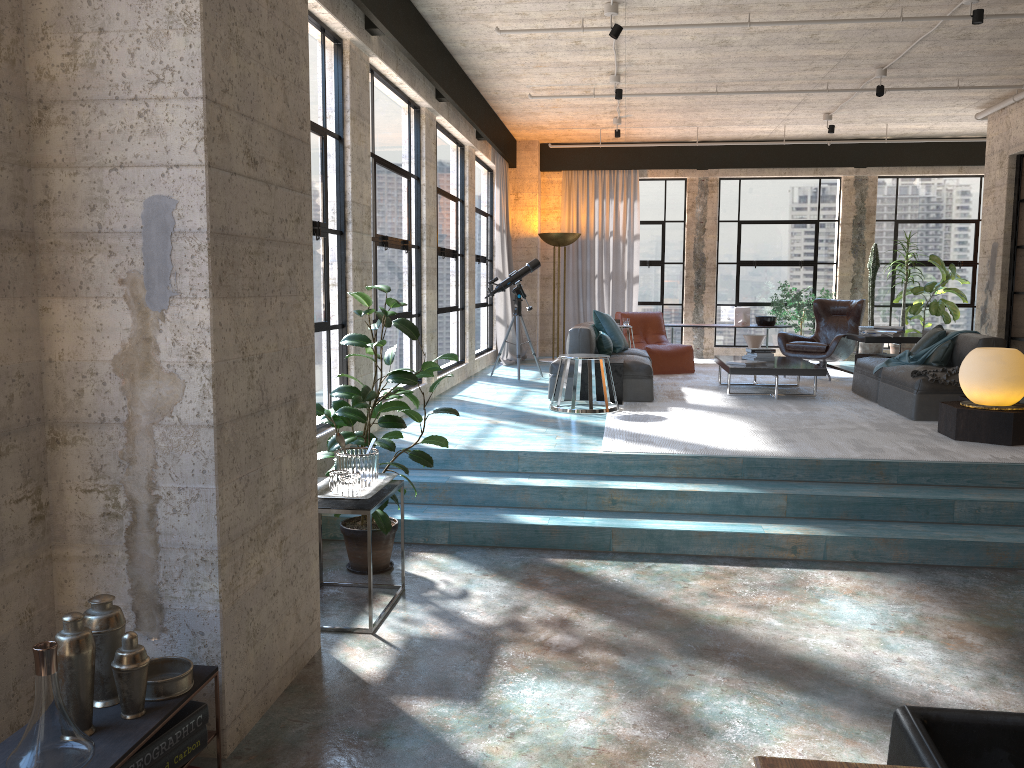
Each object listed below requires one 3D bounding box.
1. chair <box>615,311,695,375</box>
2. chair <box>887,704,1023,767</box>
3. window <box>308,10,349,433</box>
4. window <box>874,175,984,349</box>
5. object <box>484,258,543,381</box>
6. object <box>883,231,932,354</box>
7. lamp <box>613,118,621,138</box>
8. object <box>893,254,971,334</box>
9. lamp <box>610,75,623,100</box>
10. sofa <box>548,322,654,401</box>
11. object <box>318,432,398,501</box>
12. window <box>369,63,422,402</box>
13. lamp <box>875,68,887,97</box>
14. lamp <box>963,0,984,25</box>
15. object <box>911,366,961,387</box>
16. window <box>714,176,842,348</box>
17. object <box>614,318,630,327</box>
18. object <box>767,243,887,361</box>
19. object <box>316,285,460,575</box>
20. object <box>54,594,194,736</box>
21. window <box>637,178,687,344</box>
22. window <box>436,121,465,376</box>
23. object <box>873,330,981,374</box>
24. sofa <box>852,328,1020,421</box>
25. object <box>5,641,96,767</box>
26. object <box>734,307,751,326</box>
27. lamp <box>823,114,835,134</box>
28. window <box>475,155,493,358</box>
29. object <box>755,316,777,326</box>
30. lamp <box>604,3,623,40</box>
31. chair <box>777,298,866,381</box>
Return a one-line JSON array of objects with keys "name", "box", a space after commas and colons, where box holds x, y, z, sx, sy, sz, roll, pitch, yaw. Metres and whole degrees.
[{"name": "chair", "box": [1.787, -0.533, 11.299, 0.801, 0.759, 0.920, -2, 7, -23]}, {"name": "chair", "box": [1.059, 1.020, 1.494, 0.707, 0.738, 0.754, 1, 6, 7]}, {"name": "window", "box": [-1.256, -0.921, 5.122, 0.081, 2.530, 1.780, 1, 6, 7]}, {"name": "window", "box": [6.189, -1.762, 12.985, 1.780, 2.530, 0.081, 1, 6, 7]}, {"name": "object", "box": [0.024, -0.750, 10.242, 0.617, 1.406, 0.595, 1, 6, 8]}, {"name": "object", "box": [5.363, -1.172, 12.182, 0.629, 1.863, 0.523, -3, 7, -24]}, {"name": "lamp", "box": [1.343, -3.254, 11.270, 0.107, 0.223, 0.143, 4, 7, 30]}, {"name": "object", "box": [5.905, -1.042, 12.498, 0.817, 1.543, 0.921, -2, 7, -23]}, {"name": "lamp", "box": [1.052, -3.001, 8.975, 0.107, 0.223, 0.143, 6, 8, 41]}, {"name": "sofa", "box": [0.973, -0.291, 9.352, 1.019, 0.680, 2.063, 1, 6, 7]}, {"name": "object", "box": [-0.766, 0.383, 4.234, 0.327, 0.253, 0.546, 1, 6, 7]}, {"name": "window", "box": [-0.972, -1.166, 7.334, 0.081, 2.530, 1.780, 1, 6, 7]}, {"name": "lamp", "box": [3.606, -2.940, 8.664, 0.107, 0.252, 0.144, 5, 8, 39]}, {"name": "lamp", "box": [3.317, -2.706, 6.384, 0.141, 0.215, 0.107, -1, 6, -10]}, {"name": "object", "box": [3.542, -0.059, 7.366, 0.433, 0.185, 0.429, 1, 6, 3]}, {"name": "window", "box": [3.963, -1.803, 13.267, 1.780, 2.530, 0.081, 1, 6, 7]}, {"name": "object", "box": [1.285, -0.735, 10.575, 0.287, 0.096, 0.206, -6, 9, -42]}, {"name": "object", "box": [4.509, -1.160, 12.753, 1.641, 1.708, 0.971, -2, 7, -17]}, {"name": "object", "box": [-0.727, 0.242, 4.808, 0.886, 1.552, 0.514, 0, 6, -6]}, {"name": "object", "box": [-1.102, 0.749, 2.514, 0.248, 0.333, 0.415, 6, 9, 43]}, {"name": "window", "box": [1.736, -1.845, 13.549, 1.780, 2.530, 0.081, 1, 6, 7]}, {"name": "window", "box": [-0.687, -1.411, 9.547, 0.081, 2.530, 1.780, 1, 6, 7]}, {"name": "object", "box": [3.895, -0.287, 8.205, 0.985, 0.438, 0.444, 4, 8, 34]}, {"name": "sofa", "box": [3.894, -0.143, 8.140, 1.019, 0.680, 2.063, 1, 6, 7]}, {"name": "object", "box": [-1.221, 0.795, 1.942, 0.199, 0.365, 0.703, 2, 7, 18]}, {"name": "object", "box": [3.254, -0.952, 12.513, 0.214, 0.259, 0.154, 1, 6, 7]}, {"name": "lamp", "box": [3.905, -3.204, 10.925, 0.143, 0.223, 0.107, 3, 7, 20]}, {"name": "window", "box": [-0.402, -1.656, 11.759, 0.081, 2.530, 1.780, 1, 6, 7]}, {"name": "object", "box": [3.618, -0.898, 12.627, 0.307, 0.129, 0.307, -6, 9, -43]}, {"name": "lamp", "box": [0.768, -2.735, 6.709, 0.144, 0.252, 0.107, -1, 6, -9]}, {"name": "chair", "box": [3.782, -0.552, 10.672, 0.975, 0.940, 0.820, -6, 9, -42]}]
